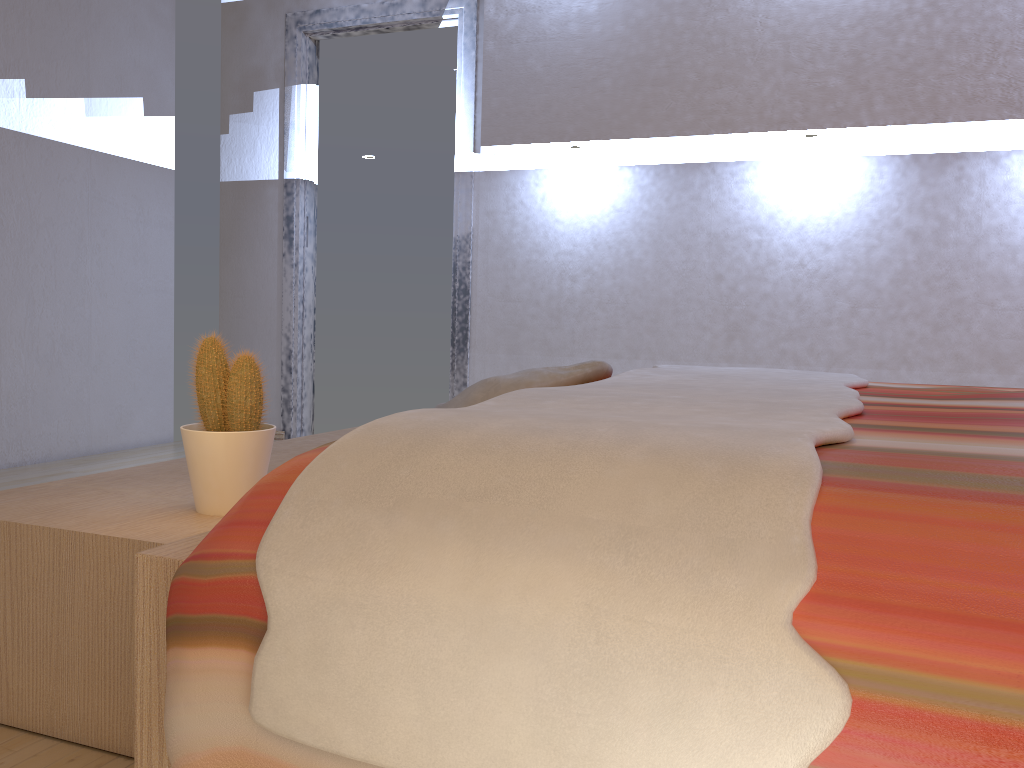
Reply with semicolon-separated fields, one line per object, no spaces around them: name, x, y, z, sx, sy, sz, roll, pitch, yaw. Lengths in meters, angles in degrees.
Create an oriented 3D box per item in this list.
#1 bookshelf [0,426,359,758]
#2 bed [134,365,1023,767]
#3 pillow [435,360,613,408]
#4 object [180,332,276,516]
bookshelf;-0.355;0.318;1.943;0.643;0.303;1.495;3;4;21
bed;1.357;0.066;1.266;3.009;0.994;2.087;3;4;21
pillow;0.000;0.052;2.134;0.470;0.241;0.498;1;4;-14
object;-0.444;0.059;1.391;0.144;0.294;0.144;-2;5;-44
